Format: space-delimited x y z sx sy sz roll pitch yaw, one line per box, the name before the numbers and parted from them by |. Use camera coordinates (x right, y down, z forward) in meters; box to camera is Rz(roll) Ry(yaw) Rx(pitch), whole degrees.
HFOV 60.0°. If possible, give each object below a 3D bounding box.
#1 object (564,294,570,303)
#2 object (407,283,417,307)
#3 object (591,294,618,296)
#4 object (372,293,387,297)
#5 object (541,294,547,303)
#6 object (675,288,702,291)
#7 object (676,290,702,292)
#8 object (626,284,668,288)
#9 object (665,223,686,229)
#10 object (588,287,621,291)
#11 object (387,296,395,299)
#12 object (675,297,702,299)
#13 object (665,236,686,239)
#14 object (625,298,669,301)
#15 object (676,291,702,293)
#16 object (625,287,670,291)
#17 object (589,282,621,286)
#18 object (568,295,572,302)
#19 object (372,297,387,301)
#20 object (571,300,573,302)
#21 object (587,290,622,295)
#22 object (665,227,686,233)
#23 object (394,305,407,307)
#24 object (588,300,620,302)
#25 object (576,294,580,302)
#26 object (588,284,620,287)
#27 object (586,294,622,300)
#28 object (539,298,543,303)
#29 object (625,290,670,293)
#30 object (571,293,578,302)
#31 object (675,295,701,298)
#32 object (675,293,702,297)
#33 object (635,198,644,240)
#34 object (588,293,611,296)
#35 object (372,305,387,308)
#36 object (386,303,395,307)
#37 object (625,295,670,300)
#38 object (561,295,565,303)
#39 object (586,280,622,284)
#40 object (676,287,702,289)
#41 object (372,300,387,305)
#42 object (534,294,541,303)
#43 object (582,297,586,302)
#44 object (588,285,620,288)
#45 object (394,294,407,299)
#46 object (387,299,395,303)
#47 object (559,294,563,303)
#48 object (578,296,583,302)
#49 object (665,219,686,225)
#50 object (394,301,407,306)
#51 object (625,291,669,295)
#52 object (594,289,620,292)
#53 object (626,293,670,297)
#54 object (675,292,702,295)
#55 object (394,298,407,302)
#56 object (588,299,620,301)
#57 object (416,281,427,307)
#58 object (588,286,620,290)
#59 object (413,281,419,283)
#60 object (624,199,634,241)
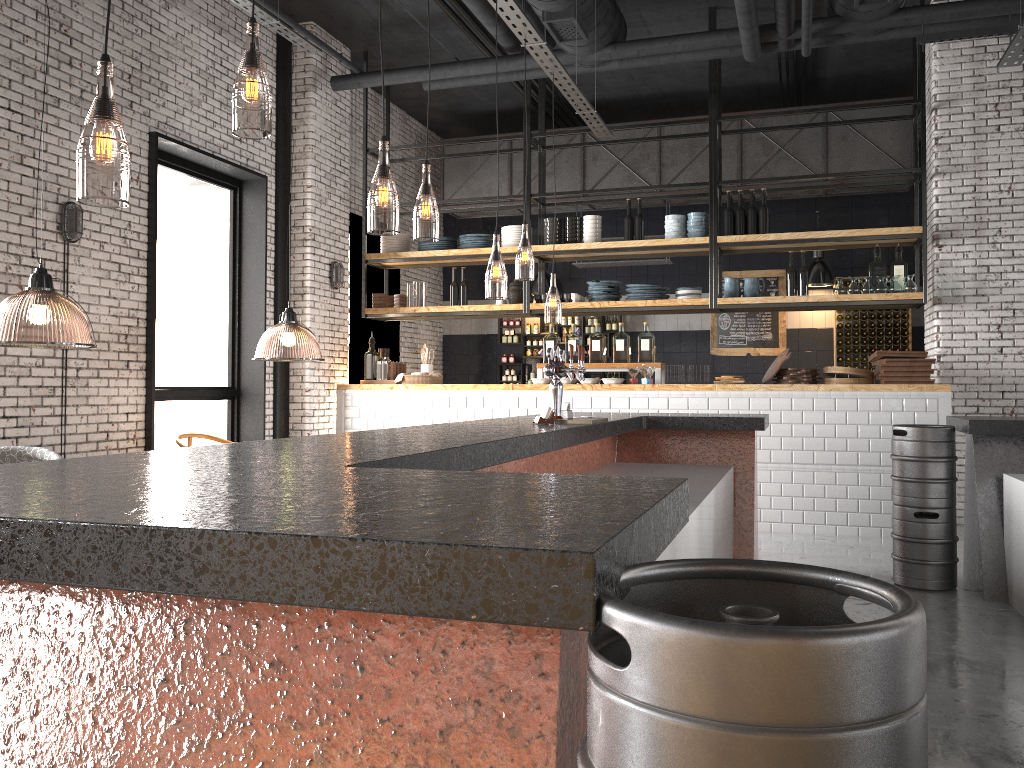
object | 0.564 -0.878 9.112 0.072 0.097 0.072 0 -1 27
object | -1.081 -0.963 9.676 0.152 0.264 0.106 1 -2 -44
object | 0.958 -0.898 9.217 0.334 0.052 0.334 0 0 -42
object | -1.460 -0.976 9.873 0.157 0.053 0.168 0 0 18
object | 0.338 -0.878 9.185 0.072 0.097 0.072 -1 -1 40
object | 1.783 -0.940 8.950 0.265 0.034 0.265 0 0 31
object | 1.782 -0.922 8.949 0.263 0.029 0.263 0 0 -6
object | 1.391 -0.987 9.077 0.453 0.062 0.454 0 0 33
object | 1.656 -1.588 9.007 0.210 0.078 0.210 0 -1 40
object | 0.961 -0.963 9.218 0.334 0.052 0.334 0 0 -34
object | -1.367 -0.975 10.110 0.157 0.053 0.168 0 0 18
object | 1.781 -0.858 8.947 0.263 0.038 0.263 0 0 33
object | 1.660 -1.457 9.003 0.210 0.065 0.210 0 -1 36
object | 1.389 -0.843 9.075 0.454 0.033 0.454 0 0 0
object | 1.782 -0.911 8.949 0.263 0.028 0.263 0 0 -45
object | 1.388 -0.962 9.077 0.454 0.048 0.453 0 0 45
object | 0.961 -1.019 9.218 0.334 0.048 0.334 0 0 5
object | 0.600 -0.877 9.223 0.072 0.097 0.072 1 -1 -23
object | -1.460 -0.935 9.871 0.157 0.053 0.168 0 0 18
object | 0.636 -0.876 9.334 0.072 0.097 0.072 0 -1 26
object | 0.963 -0.933 9.215 0.371 0.071 0.373 0 0 30
object | 1.662 -1.545 9.008 0.210 0.074 0.210 0 0 -7
object | -1.257 -0.853 9.958 0.157 0.053 0.168 0 0 23
object | 0.959 -0.845 9.214 0.335 0.033 0.334 0 0 -13
object | 0.675 -0.877 9.199 0.072 0.097 0.072 0 -1 22
object | 0.959 -1.006 9.218 0.335 0.036 0.334 0 0 7
object | 0.959 -0.881 9.218 0.373 0.067 0.372 0 0 -1
object | 0.300 -0.877 9.320 0.072 0.097 0.072 0 -1 17
object | 1.390 -0.940 9.075 0.454 0.065 0.452 0 0 -19
object | 0.639 -0.878 9.087 0.072 0.097 0.072 1 -1 -40
object | 1.781 -0.868 8.948 0.263 0.037 0.263 0 0 -8
object | 1.781 -0.886 8.949 0.265 0.038 0.265 0 0 41
object | 1.304 -1.664 9.074 0.098 0.471 0.098 -1 -2 40
object | 0.958 -0.911 9.216 0.334 0.045 0.334 0 0 14
object | -1.461 -0.854 9.869 0.157 0.053 0.168 0 0 18
object | -1.367 -0.897 10.108 0.157 0.053 0.168 0 0 18
object | 1.388 -0.868 9.075 0.454 0.042 0.454 0 0 -7
object | 0.527 -0.877 9.247 0.072 0.097 0.072 1 -2 -44
object | 0.959 -1.039 9.218 0.373 0.050 0.373 0 0 40
object | 1.781 -0.951 8.950 0.265 0.037 0.265 0 0 13
object | -1.460 -0.899 9.870 0.157 0.053 0.168 0 0 18
object | 0.264 -0.878 9.209 0.072 0.097 0.072 -1 -1 41
object | 0.747 -0.876 9.421 0.072 0.097 0.072 0 -1 18
object | 0.959 -0.990 9.218 0.335 0.035 0.334 0 0 -7
object | -1.256 -0.975 9.961 0.157 0.053 0.168 0 0 23
object | -1.367 -0.933 10.109 0.157 0.053 0.168 0 0 18
object | 0.490 -0.878 9.135 0.072 0.097 0.072 -1 -1 38
object | 0.711 -0.876 9.310 0.072 0.097 0.072 0 -1 17
object | 1.658 -1.631 9.005 0.210 0.076 0.210 0 0 -8
object | -1.256 -0.898 9.959 0.157 0.053 0.168 0 0 23
object | 1.387 -0.916 9.075 0.453 0.062 0.454 0 0 -28
object | 0.959 -0.949 9.217 0.334 0.039 0.334 0 0 18
object | 1.390 -0.892 9.075 0.453 0.050 0.454 0 0 38
object | 1.782 -0.900 8.948 0.263 0.032 0.263 0 0 -23
object | -1.256 -0.934 9.960 0.157 0.053 0.168 0 0 23
object | 0.959 -0.859 9.213 0.335 0.046 0.334 0 0 3
object | -0.984 -0.973 9.758 0.118 0.294 0.169 0 -1 23
object | 0.961 -0.979 9.219 0.334 0.052 0.334 0 0 35
object | -1.026 -0.987 9.924 0.179 0.313 0.126 1 -2 -39
object | 1.202 -1.664 9.107 0.098 0.471 0.098 -1 -2 40
